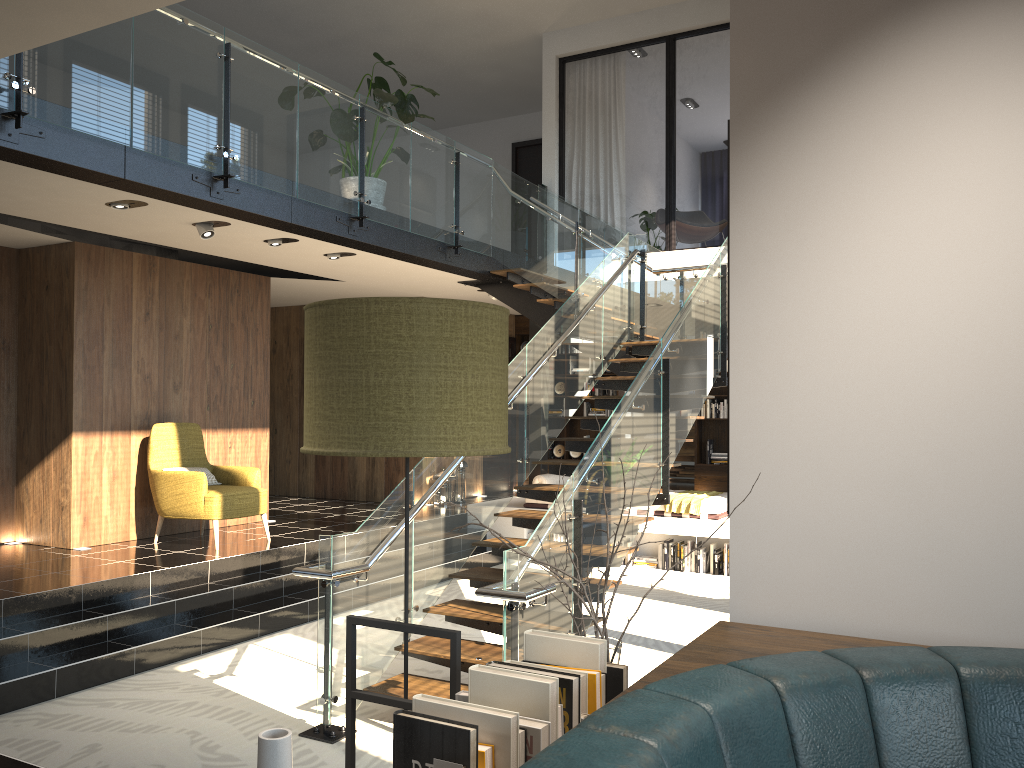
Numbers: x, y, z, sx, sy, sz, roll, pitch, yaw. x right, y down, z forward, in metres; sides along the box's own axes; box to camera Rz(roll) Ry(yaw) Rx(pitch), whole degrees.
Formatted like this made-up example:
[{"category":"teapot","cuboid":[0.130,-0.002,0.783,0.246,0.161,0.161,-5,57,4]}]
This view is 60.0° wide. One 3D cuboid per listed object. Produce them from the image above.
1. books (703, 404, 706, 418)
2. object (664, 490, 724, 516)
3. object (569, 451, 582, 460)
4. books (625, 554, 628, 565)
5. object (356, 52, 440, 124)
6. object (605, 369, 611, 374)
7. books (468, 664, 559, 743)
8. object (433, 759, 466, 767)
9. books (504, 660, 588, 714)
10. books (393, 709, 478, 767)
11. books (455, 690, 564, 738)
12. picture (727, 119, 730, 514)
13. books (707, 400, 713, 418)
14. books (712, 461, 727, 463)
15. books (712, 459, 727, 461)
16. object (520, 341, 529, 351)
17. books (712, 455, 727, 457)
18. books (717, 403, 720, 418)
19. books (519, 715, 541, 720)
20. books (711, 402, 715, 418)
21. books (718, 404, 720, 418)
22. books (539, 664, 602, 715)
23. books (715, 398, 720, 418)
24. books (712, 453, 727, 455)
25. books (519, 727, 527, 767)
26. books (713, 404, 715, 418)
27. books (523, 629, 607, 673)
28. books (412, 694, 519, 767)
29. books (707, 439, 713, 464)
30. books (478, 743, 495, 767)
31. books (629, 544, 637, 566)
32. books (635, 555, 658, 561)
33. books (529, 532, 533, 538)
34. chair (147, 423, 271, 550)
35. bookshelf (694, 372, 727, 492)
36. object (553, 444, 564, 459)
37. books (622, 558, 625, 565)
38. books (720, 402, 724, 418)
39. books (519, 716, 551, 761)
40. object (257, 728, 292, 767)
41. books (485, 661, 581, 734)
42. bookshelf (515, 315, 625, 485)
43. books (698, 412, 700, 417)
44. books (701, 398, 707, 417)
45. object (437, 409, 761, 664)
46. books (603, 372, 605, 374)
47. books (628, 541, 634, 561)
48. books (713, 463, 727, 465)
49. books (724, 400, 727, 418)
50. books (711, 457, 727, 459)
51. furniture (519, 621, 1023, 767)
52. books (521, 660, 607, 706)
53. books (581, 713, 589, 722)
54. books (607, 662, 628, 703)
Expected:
[{"category":"books","cuboid":[2.682,0.374,12.258,0.028,0.199,0.175,0,-1,29]},{"category":"object","cuboid":[2.047,1.460,9.865,0.466,0.510,1.167,0,-2,29]},{"category":"object","cuboid":[0.950,1.011,13.191,0.212,0.222,0.082,0,-1,29]},{"category":"books","cuboid":[1.302,1.879,9.860,0.045,0.251,0.142,0,-1,29]},{"category":"object","cuboid":[-1.365,-2.310,8.428,1.464,1.554,1.260,0,-1,17]},{"category":"object","cuboid":[1.431,-0.255,12.955,0.212,0.222,0.082,0,-1,29]},{"category":"books","cuboid":[-0.001,0.623,1.440,0.155,0.305,0.032,0,-1,29]},{"category":"object","cuboid":[-0.088,0.636,1.183,0.047,0.262,0.020,0,-1,29]},{"category":"books","cuboid":[0.055,0.642,1.573,0.160,0.276,0.030,0,-1,29]},{"category":"books","cuboid":[-0.108,0.615,1.219,0.131,0.307,0.022,0,-1,29]},{"category":"books","cuboid":[-0.004,0.649,1.473,0.202,0.255,0.025,0,-1,29]},{"category":"picture","cuboid":[0.691,-0.146,2.366,0.028,0.911,0.748,0,-1,29]},{"category":"books","cuboid":[2.727,0.344,12.235,0.029,0.258,0.181,0,-1,29]},{"category":"books","cuboid":[2.888,1.066,12.161,0.258,0.024,0.167,-1,-2,30]},{"category":"books","cuboid":[2.895,1.042,12.172,0.271,0.025,0.156,-1,-2,30]},{"category":"object","cuboid":[0.218,-0.556,13.628,0.212,0.222,0.082,0,-1,29]},{"category":"books","cuboid":[2.895,0.986,12.173,0.271,0.025,0.156,-1,-2,30]},{"category":"books","cuboid":[2.850,0.364,12.191,0.021,0.216,0.170,0,-1,29]},{"category":"books","cuboid":[-0.026,0.652,1.421,0.149,0.246,0.023,0,-1,29]},{"category":"books","cuboid":[2.778,0.360,12.221,0.028,0.227,0.136,0,-1,29]},{"category":"books","cuboid":[2.870,0.376,12.173,0.033,0.193,0.172,0,-1,29]},{"category":"books","cuboid":[0.091,0.643,1.584,0.150,0.274,0.025,0,-1,29]},{"category":"books","cuboid":[2.822,0.336,12.193,0.029,0.272,0.152,0,-1,29]},{"category":"books","cuboid":[2.890,0.961,12.164,0.257,0.024,0.167,-1,-2,29]},{"category":"books","cuboid":[-0.047,0.648,1.365,0.142,0.250,0.029,0,-1,29]},{"category":"books","cuboid":[2.796,0.374,12.201,0.024,0.197,0.173,0,-1,29]},{"category":"books","cuboid":[0.095,0.626,1.650,0.160,0.312,0.035,0,-1,29]},{"category":"books","cuboid":[-0.073,0.624,1.317,0.177,0.294,0.025,0,-1,29]},{"category":"books","cuboid":[2.731,0.935,12.216,0.028,0.340,0.203,0,-1,29]},{"category":"books","cuboid":[-0.097,0.646,1.300,0.162,0.250,0.028,0,-1,29]},{"category":"books","cuboid":[1.339,1.894,9.809,0.030,0.218,0.186,0,-1,29]},{"category":"books","cuboid":[1.492,1.916,9.744,0.249,0.026,0.148,-1,-2,26]},{"category":"books","cuboid":[0.242,1.871,10.350,0.024,0.286,0.130,0,-1,29]},{"category":"chair","cuboid":[-2.831,0.912,8.238,1.031,1.097,0.808,0,-1,28]},{"category":"bookshelf","cuboid":[3.494,0.255,11.830,2.090,2.682,0.273,0,-1,29]},{"category":"object","cuboid":[0.712,1.014,13.329,0.212,0.222,0.082,0,-1,29]},{"category":"books","cuboid":[1.261,1.863,9.864,0.030,0.284,0.176,0,-1,29]},{"category":"books","cuboid":[2.892,0.361,12.147,0.030,0.221,0.190,0,-1,29]},{"category":"books","cuboid":[-0.033,0.647,1.393,0.194,0.255,0.034,0,-1,29]},{"category":"object","cuboid":[-0.218,0.570,1.011,0.319,0.398,0.316,0,-1,5]},{"category":"books","cuboid":[0.031,0.628,1.486,0.169,0.298,0.032,0,-1,29]},{"category":"bookshelf","cuboid":[0.850,0.286,13.301,1.703,2.682,0.273,0,-1,29]},{"category":"books","cuboid":[2.624,0.362,12.326,0.025,0.227,0.156,0,-1,29]},{"category":"books","cuboid":[2.658,0.333,12.274,0.028,0.282,0.169,0,-1,29]},{"category":"object","cuboid":[0.128,0.422,1.797,0.607,0.744,0.406,1,-1,-11]},{"category":"books","cuboid":[1.320,-0.272,13.045,0.035,0.251,0.196,0,-1,29]},{"category":"books","cuboid":[1.317,1.875,9.821,0.020,0.257,0.154,0,-1,29]},{"category":"books","cuboid":[2.896,1.091,12.175,0.247,0.026,0.148,-1,-2,28]},{"category":"books","cuboid":[2.937,0.343,12.111,0.029,0.256,0.167,0,-1,29]},{"category":"books","cuboid":[2.888,1.014,12.160,0.287,0.030,0.176,-1,-2,27]},{"category":"furniture","cuboid":[1.250,0.847,0.657,2.609,0.822,1.365,-1,-2,29]},{"category":"books","cuboid":[0.088,0.650,1.617,0.173,0.262,0.030,0,-1,29]},{"category":"books","cuboid":[0.052,0.671,1.542,0.170,0.214,0.025,0,-1,29]},{"category":"books","cuboid":[0.140,0.651,1.660,0.156,0.263,0.026,0,-1,29]}]
